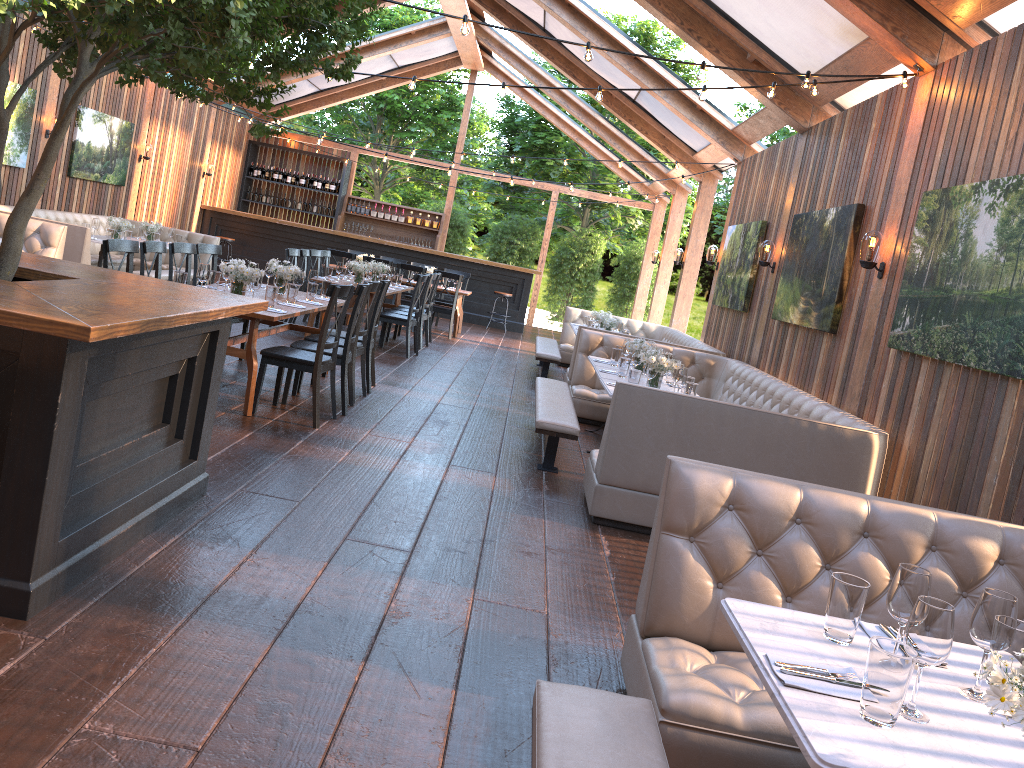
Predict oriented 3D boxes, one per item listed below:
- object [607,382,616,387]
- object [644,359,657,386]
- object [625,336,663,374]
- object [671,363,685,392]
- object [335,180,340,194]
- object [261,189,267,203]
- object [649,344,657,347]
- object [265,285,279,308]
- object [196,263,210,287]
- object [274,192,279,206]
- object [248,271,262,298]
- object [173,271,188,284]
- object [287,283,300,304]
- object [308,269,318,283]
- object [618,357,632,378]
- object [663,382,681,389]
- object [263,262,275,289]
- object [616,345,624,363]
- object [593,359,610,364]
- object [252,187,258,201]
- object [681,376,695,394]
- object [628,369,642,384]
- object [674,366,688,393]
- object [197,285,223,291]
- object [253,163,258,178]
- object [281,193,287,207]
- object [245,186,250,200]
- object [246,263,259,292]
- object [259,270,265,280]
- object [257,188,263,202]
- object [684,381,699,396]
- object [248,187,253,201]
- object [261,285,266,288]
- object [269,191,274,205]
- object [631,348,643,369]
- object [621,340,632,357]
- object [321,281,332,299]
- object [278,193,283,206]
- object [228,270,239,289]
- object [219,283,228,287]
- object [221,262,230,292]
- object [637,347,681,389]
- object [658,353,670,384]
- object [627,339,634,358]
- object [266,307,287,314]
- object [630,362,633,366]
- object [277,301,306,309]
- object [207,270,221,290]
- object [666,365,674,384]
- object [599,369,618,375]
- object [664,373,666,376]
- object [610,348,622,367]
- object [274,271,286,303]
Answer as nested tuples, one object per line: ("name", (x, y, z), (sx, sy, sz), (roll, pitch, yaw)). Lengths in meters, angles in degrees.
("object", (0.818, 0.015, 6.468), (0.255, 0.019, 0.158), (11, 8, 1))
("object", (0.983, -0.049, 6.343), (0.092, 0.243, 0.093), (7, 6, -42))
("object", (1.128, -0.244, 7.660), (0.337, 0.308, 0.330), (13, 7, 17))
("object", (1.210, -0.029, 6.509), (0.092, 0.243, 0.093), (7, 6, -42))
("object", (-3.805, -4.311, 19.360), (0.076, 0.301, 0.075), (13, 5, 17))
("object", (-5.446, -4.136, 19.481), (0.094, 0.307, 0.094), (11, 5, -2))
("object", (1.256, -0.242, 8.055), (0.092, 0.243, 0.093), (12, 5, 3))
("object", (-1.793, -0.648, 6.578), (0.092, 0.157, 0.092), (13, 5, 17))
("object", (-2.221, -0.743, 6.347), (0.092, 0.243, 0.093), (10, 5, -19))
("object", (-5.172, -4.081, 19.474), (0.094, 0.307, 0.094), (11, 5, -4))
("object", (-1.893, -0.699, 6.496), (0.092, 0.243, 0.093), (7, 6, -42))
("object", (-2.364, -0.719, 6.290), (0.092, 0.157, 0.092), (14, 6, 27))
("object", (-1.779, -0.729, 7.166), (0.092, 0.157, 0.092), (12, 5, 7))
("object", (-1.848, -0.933, 8.177), (0.092, 0.243, 0.093), (12, 5, 3))
("object", (0.897, -0.130, 7.088), (0.091, 0.157, 0.092), (10, 5, -13))
("object", (1.348, 0.017, 7.178), (0.255, 0.019, 0.158), (11, 8, 1))
("object", (-2.209, -0.985, 8.043), (0.093, 0.243, 0.092), (14, 5, 26))
("object", (1.001, -0.273, 8.224), (0.092, 0.157, 0.091), (15, 7, 37))
("object", (0.861, -0.198, 8.007), (0.255, 0.019, 0.158), (11, 8, 1))
("object", (-5.637, -4.169, 19.448), (0.094, 0.307, 0.095), (8, 6, -34))
("object", (1.298, 0.024, 6.567), (0.091, 0.157, 0.092), (10, 5, -13))
("object", (0.866, -0.022, 6.296), (0.091, 0.157, 0.092), (10, 5, -13))
("object", (1.188, 0.002, 6.267), (0.092, 0.243, 0.093), (7, 6, -42))
("object", (-2.394, -0.759, 7.045), (0.255, 0.019, 0.158), (11, 8, 1))
("object", (-5.609, -4.692, 19.416), (0.087, 0.333, 0.088), (10, 5, -19))
("object", (-4.993, -4.037, 19.419), (0.094, 0.307, 0.094), (11, 5, 1))
("object", (-5.819, -4.213, 19.504), (0.094, 0.307, 0.095), (10, 5, -13))
("object", (-2.194, -0.901, 7.474), (0.093, 0.243, 0.092), (16, 7, 43))
("object", (-2.294, -0.949, 7.986), (0.092, 0.157, 0.091), (15, 7, 37))
("object", (-5.539, -4.155, 19.484), (0.095, 0.307, 0.094), (14, 5, 27))
("object", (1.240, 0.070, 6.171), (0.091, 0.157, 0.092), (10, 5, -13))
("object", (-5.726, -4.186, 19.441), (0.094, 0.307, 0.094), (12, 5, 5))
("object", (-2.355, -0.916, 8.165), (0.255, 0.019, 0.158), (11, 8, 1))
("object", (-5.270, -4.094, 19.435), (0.095, 0.307, 0.094), (13, 5, 21))
("object", (1.000, -0.163, 7.154), (0.092, 0.243, 0.093), (7, 6, -42))
("object", (1.015, -0.268, 7.904), (0.092, 0.243, 0.093), (7, 6, -42))
("object", (-1.737, -0.880, 8.267), (0.092, 0.157, 0.091), (15, 7, 37))
("object", (-5.078, -4.060, 19.459), (0.095, 0.307, 0.094), (14, 5, 26))
("object", (-2.331, -0.874, 7.410), (0.091, 0.157, 0.093), (8, 6, -33))
("object", (-2.372, -0.835, 7.581), (0.255, 0.019, 0.158), (11, 8, 1))
("object", (-2.240, -0.831, 6.946), (0.092, 0.243, 0.093), (11, 5, -2))
("object", (1.102, -0.111, 6.703), (0.337, 0.308, 0.330), (13, 6, 12))
("object", (1.237, -0.132, 7.262), (0.092, 0.243, 0.093), (7, 6, -42))
("object", (1.071, -0.290, 8.132), (0.092, 0.243, 0.093), (7, 6, -42))
("object", (-1.761, -0.544, 6.396), (0.255, 0.019, 0.158), (11, 8, 1))
("object", (1.145, -0.181, 8.276), (0.157, 0.019, 0.257), (11, 8, 0))
("object", (-1.763, -0.631, 6.998), (0.255, 0.019, 0.158), (11, 8, 1))
("object", (-2.319, -0.798, 6.876), (0.092, 0.157, 0.092), (14, 6, 27))
("object", (1.323, -0.082, 7.339), (0.091, 0.157, 0.092), (10, 5, -13))
("object", (0.841, -0.095, 7.259), (0.255, 0.019, 0.158), (11, 8, 1))
("object", (1.364, -0.092, 7.962), (0.255, 0.019, 0.158), (11, 8, 1))
("object", (0.919, -0.234, 7.843), (0.091, 0.157, 0.092), (10, 5, -13))
("object", (-1.869, -0.780, 7.087), (0.092, 0.243, 0.093), (11, 5, -2))
